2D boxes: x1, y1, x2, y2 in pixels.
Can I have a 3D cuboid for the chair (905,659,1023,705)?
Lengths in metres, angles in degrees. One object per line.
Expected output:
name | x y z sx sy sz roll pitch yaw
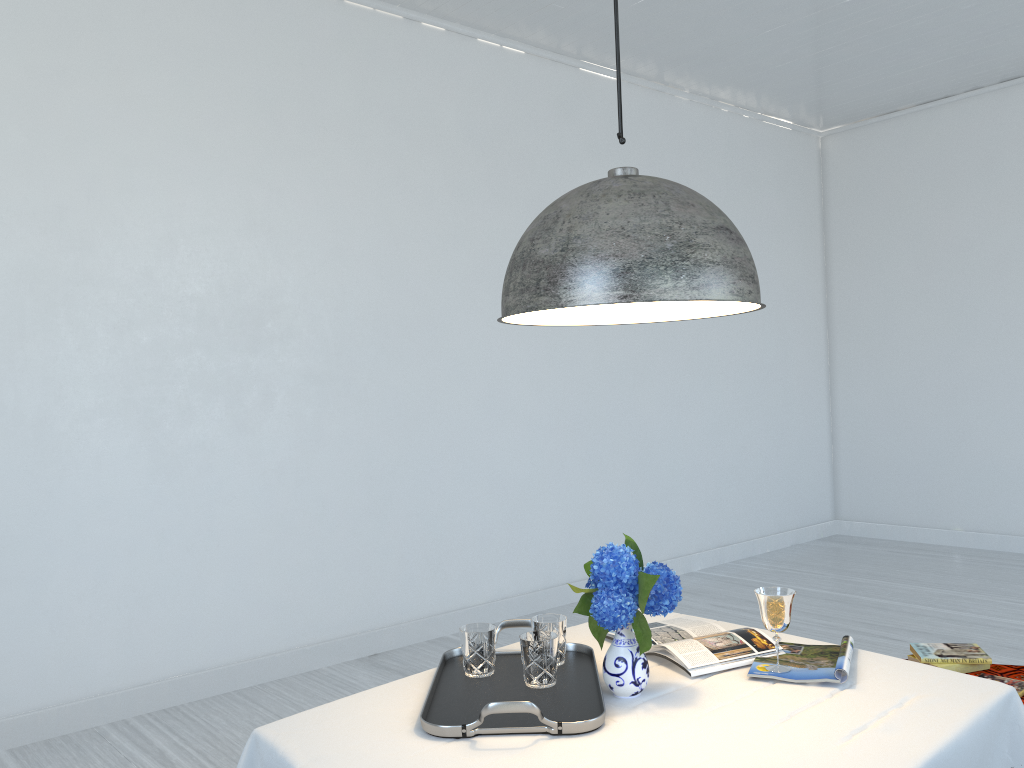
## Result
chair | 1.302 1.117 2.496 0.419 0.563 0.419 -2 0 20

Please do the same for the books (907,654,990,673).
books | 1.284 0.819 2.610 0.182 0.030 0.129 -2 0 -18

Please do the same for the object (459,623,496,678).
object | -0.084 0.670 2.228 0.095 0.119 0.095 -2 0 -16

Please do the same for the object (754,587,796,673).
object | 0.641 0.596 2.147 0.098 0.192 0.098 -3 0 -20

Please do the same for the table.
table | 0.284 1.073 1.982 1.670 0.725 1.328 -2 0 -39

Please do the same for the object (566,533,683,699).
object | 0.265 0.536 2.053 0.236 0.377 0.266 -3 0 -38

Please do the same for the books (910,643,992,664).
books | 1.286 0.792 2.607 0.189 0.022 0.133 -2 0 11

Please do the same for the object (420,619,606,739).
object | 0.008 0.688 2.110 0.398 0.092 0.651 -2 0 2

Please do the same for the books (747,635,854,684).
books | 0.727 0.680 2.219 0.229 0.043 0.300 -3 -1 24

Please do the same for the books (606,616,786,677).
books | 0.477 0.686 2.402 0.300 0.049 0.422 -2 -1 -26

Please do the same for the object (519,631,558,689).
object | 0.067 0.662 2.129 0.095 0.119 0.095 -2 0 34

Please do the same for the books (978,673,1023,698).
books | 1.310 0.825 2.400 0.189 0.012 0.133 -2 -1 -43

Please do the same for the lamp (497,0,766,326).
lamp | 0.223 -1.178 2.008 0.601 2.045 0.600 -2 0 20

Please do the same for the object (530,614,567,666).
object | 0.097 0.663 2.289 0.095 0.119 0.095 -2 0 -16
